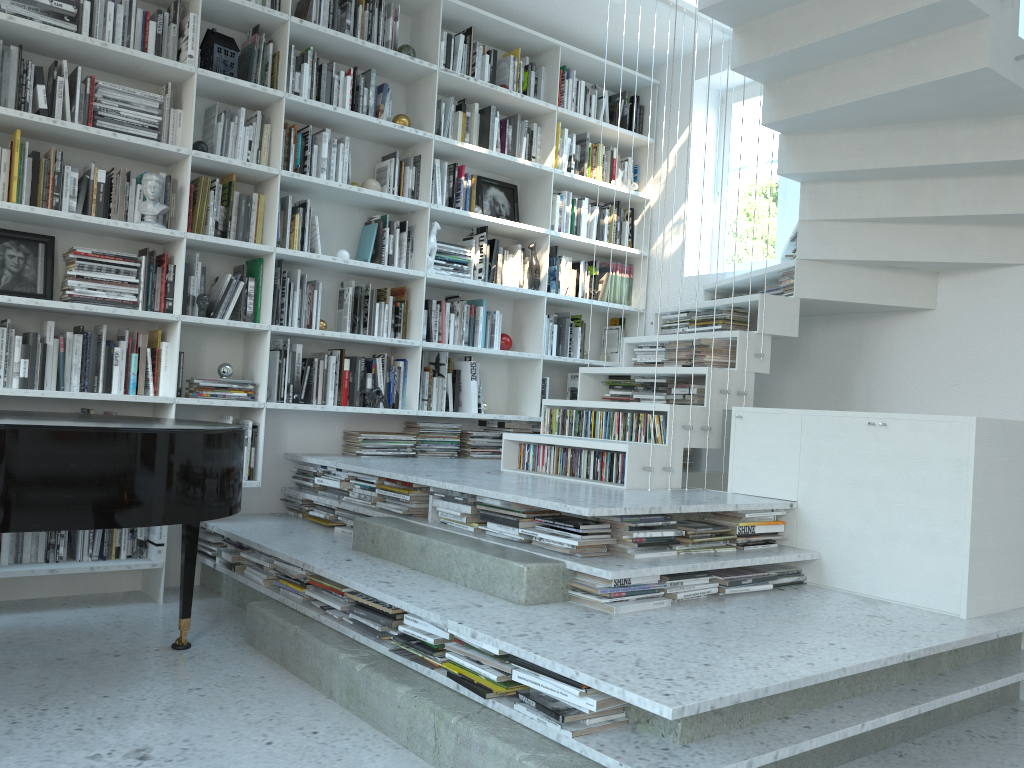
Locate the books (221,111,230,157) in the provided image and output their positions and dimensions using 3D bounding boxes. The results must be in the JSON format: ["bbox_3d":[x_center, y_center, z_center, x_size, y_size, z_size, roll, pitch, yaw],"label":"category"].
[{"bbox_3d":[-1.393,-1.154,4.221,0.028,0.250,0.164,4,-1,-38],"label":"books"}]

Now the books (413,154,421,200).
[{"bbox_3d":[-0.554,-1.102,4.855,0.005,0.278,0.182,4,-1,-38],"label":"books"}]

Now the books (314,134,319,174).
[{"bbox_3d":[-1.024,-1.129,4.511,0.011,0.257,0.131,4,-1,-38],"label":"books"}]

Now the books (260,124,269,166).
[{"bbox_3d":[-1.237,-1.132,4.315,0.028,0.229,0.176,4,-1,-38],"label":"books"}]

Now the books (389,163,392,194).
[{"bbox_3d":[-0.690,-1.076,4.777,0.005,0.205,0.154,4,-1,-38],"label":"books"}]

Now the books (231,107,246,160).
[{"bbox_3d":[-1.330,-1.163,4.235,0.028,0.275,0.186,4,-1,-38],"label":"books"}]

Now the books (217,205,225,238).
[{"bbox_3d":[-1.414,-0.752,4.235,0.030,0.181,0.131,4,-1,-38],"label":"books"}]

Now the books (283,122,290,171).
[{"bbox_3d":[-1.153,-1.150,4.415,0.014,0.278,0.154,4,-1,-38],"label":"books"}]

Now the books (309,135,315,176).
[{"bbox_3d":[-1.048,-1.122,4.474,0.022,0.237,0.164,4,-1,-38],"label":"books"}]

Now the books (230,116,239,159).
[{"bbox_3d":[-1.358,-1.145,4.241,0.023,0.236,0.178,4,-1,-38],"label":"books"}]

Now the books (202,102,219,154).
[{"bbox_3d":[-1.434,-1.176,4.195,0.018,0.285,0.159,4,-1,-38],"label":"books"}]

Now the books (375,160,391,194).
[{"bbox_3d":[-0.700,-1.084,4.773,0.015,0.220,0.140,4,-1,-38],"label":"books"}]

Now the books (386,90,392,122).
[{"bbox_3d":[-0.697,-1.456,4.766,0.026,0.229,0.140,4,-1,-38],"label":"books"}]

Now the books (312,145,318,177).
[{"bbox_3d":[-1.036,-1.099,4.495,0.025,0.194,0.171,4,-1,-38],"label":"books"}]

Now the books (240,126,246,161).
[{"bbox_3d":[-1.327,-1.122,4.253,0.024,0.195,0.172,4,-1,-38],"label":"books"}]

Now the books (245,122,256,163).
[{"bbox_3d":[-1.286,-1.138,4.298,0.024,0.234,0.149,4,-1,-38],"label":"books"}]

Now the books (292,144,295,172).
[{"bbox_3d":[-1.129,-1.098,4.430,0.021,0.179,0.136,4,-1,-38],"label":"books"}]

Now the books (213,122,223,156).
[{"bbox_3d":[-1.414,-1.124,4.185,0.028,0.185,0.181,4,-1,-38],"label":"books"}]

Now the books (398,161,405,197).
[{"bbox_3d":[-0.638,-1.083,4.816,0.016,0.228,0.160,4,-1,-38],"label":"books"}]

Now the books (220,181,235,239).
[{"bbox_3d":[-1.371,-0.806,4.217,0.019,0.293,0.182,4,-1,-38],"label":"books"}]

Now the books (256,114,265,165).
[{"bbox_3d":[-1.259,-1.158,4.318,0.025,0.277,0.173,4,-1,-38],"label":"books"}]

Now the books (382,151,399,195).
[{"bbox_3d":[-0.663,-1.105,4.779,0.015,0.267,0.164,4,-1,-38],"label":"books"}]

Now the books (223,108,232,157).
[{"bbox_3d":[-1.381,-1.167,4.231,0.019,0.275,0.146,4,-1,-38],"label":"books"}]

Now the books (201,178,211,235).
[{"bbox_3d":[-1.467,-0.813,4.175,0.035,0.293,0.145,4,-1,-38],"label":"books"}]

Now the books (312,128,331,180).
[{"bbox_3d":[-0.985,-1.145,4.543,0.027,0.295,0.159,4,-1,-38],"label":"books"}]

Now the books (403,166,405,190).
[{"bbox_3d":[-0.630,-1.071,4.829,0.012,0.206,0.137,4,-1,-38],"label":"books"}]

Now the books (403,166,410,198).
[{"bbox_3d":[-0.613,-1.068,4.827,0.013,0.202,0.173,4,-1,-38],"label":"books"}]

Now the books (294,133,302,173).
[{"bbox_3d":[-1.100,-1.125,4.447,0.013,0.236,0.157,4,-1,-38],"label":"books"}]

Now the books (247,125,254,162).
[{"bbox_3d":[-1.297,-1.128,4.281,0.029,0.211,0.157,4,-1,-38],"label":"books"}]

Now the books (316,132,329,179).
[{"bbox_3d":[-0.993,-1.130,4.505,0.030,0.263,0.182,4,-1,-38],"label":"books"}]

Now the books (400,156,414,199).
[{"bbox_3d":[-0.594,-1.095,4.828,0.016,0.257,0.175,4,-1,-38],"label":"books"}]

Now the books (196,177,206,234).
[{"bbox_3d":[-1.487,-0.815,4.159,0.035,0.293,0.145,4,-1,-38],"label":"books"}]

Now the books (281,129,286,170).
[{"bbox_3d":[-1.174,-1.133,4.405,0.030,0.242,0.138,4,-1,-38],"label":"books"}]

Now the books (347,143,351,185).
[{"bbox_3d":[-0.882,-1.115,4.627,0.034,0.254,0.161,4,-1,-38],"label":"books"}]

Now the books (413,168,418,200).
[{"bbox_3d":[-0.567,-1.067,4.854,0.012,0.206,0.169,4,-1,-38],"label":"books"}]

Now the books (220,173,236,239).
[{"bbox_3d":[-1.372,-0.828,4.240,0.021,0.337,0.169,4,-1,-38],"label":"books"}]

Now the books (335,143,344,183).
[{"bbox_3d":[-0.924,-1.109,4.580,0.021,0.232,0.183,4,-1,-38],"label":"books"}]

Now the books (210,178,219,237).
[{"bbox_3d":[-1.430,-0.811,4.188,0.019,0.294,0.163,4,-1,-38],"label":"books"}]

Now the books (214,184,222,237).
[{"bbox_3d":[-1.430,-0.802,4.218,0.035,0.278,0.139,4,-1,-38],"label":"books"}]

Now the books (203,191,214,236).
[{"bbox_3d":[-1.448,-0.781,4.180,0.015,0.231,0.180,4,-1,-38],"label":"books"}]

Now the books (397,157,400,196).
[{"bbox_3d":[-0.658,-1.093,4.798,0.016,0.243,0.151,4,-1,-38],"label":"books"}]

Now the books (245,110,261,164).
[{"bbox_3d":[-1.272,-1.167,4.310,0.028,0.293,0.154,4,-1,-38],"label":"books"}]

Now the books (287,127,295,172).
[{"bbox_3d":[-1.133,-1.133,4.411,0.014,0.247,0.176,4,-1,-38],"label":"books"}]

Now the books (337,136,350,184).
[{"bbox_3d":[-0.898,-1.127,4.586,0.024,0.272,0.169,4,-1,-38],"label":"books"}]

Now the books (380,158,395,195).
[{"bbox_3d":[-0.682,-1.089,4.781,0.012,0.232,0.154,4,-1,-38],"label":"books"}]

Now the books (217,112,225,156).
[{"bbox_3d":[-1.410,-1.152,4.214,0.024,0.242,0.159,4,-1,-38],"label":"books"}]

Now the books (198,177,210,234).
[{"bbox_3d":[-1.468,-0.814,4.155,0.035,0.293,0.145,4,-1,-38],"label":"books"}]

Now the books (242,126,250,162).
[{"bbox_3d":[-1.314,-1.122,4.267,0.027,0.196,0.185,4,-1,-38],"label":"books"}]

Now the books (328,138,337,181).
[{"bbox_3d":[-0.957,-1.118,4.547,0.025,0.244,0.183,4,-1,-38],"label":"books"}]

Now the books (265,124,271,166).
[{"bbox_3d":[-1.231,-1.136,4.339,0.026,0.238,0.173,4,-1,-38],"label":"books"}]

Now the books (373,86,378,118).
[{"bbox_3d":[-0.768,-1.454,4.692,0.030,0.213,0.156,4,-1,-38],"label":"books"}]

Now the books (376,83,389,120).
[{"bbox_3d":[-0.727,-1.462,4.708,0.054,0.235,0.171,4,-1,-38],"label":"books"}]

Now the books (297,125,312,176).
[{"bbox_3d":[-1.057,-1.144,4.458,0.014,0.280,0.177,4,-1,-38],"label":"books"}]

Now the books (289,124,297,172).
[{"bbox_3d":[-1.122,-1.150,4.455,0.014,0.284,0.135,4,-1,-38],"label":"books"}]

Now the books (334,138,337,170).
[{"bbox_3d":[-0.950,-1.125,4.578,0.024,0.262,0.133,4,-1,-38],"label":"books"}]

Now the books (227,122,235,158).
[{"bbox_3d":[-1.374,-1.132,4.236,0.023,0.207,0.171,4,-1,-38],"label":"books"}]

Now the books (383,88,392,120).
[{"bbox_3d":[-0.715,-1.452,4.729,0.048,0.216,0.182,4,-1,-38],"label":"books"}]

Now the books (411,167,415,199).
[{"bbox_3d":[-0.585,-1.068,4.836,0.013,0.204,0.173,4,-1,-38],"label":"books"}]

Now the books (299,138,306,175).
[{"bbox_3d":[-1.087,-1.113,4.460,0.026,0.216,0.161,4,-1,-38],"label":"books"}]
